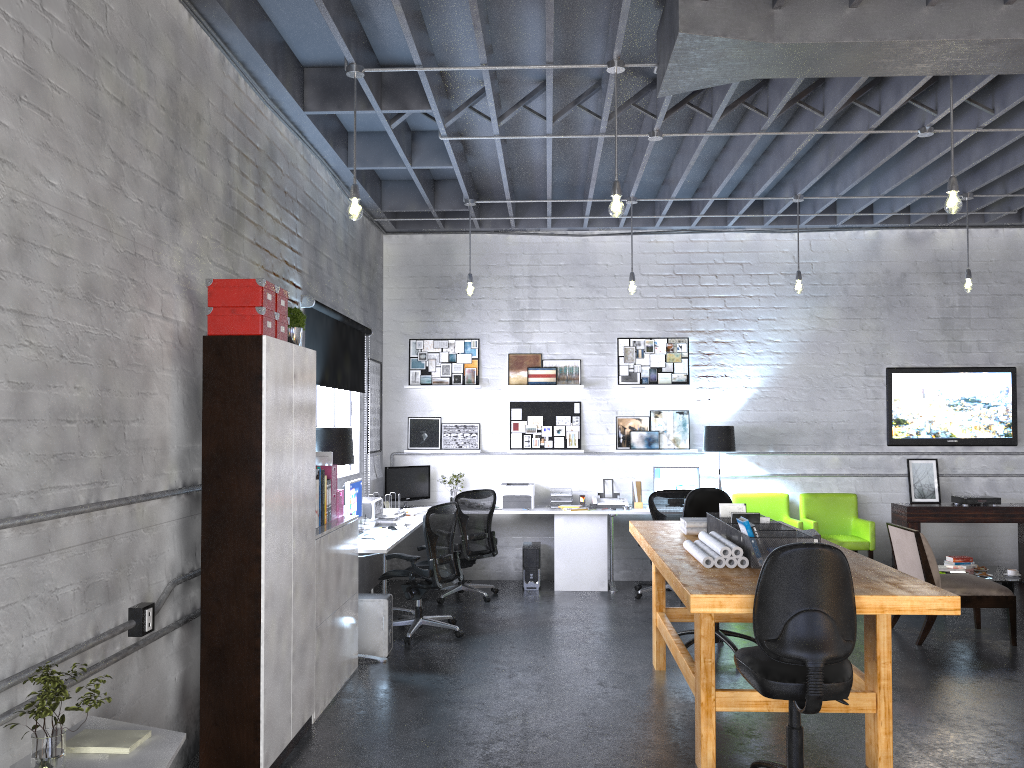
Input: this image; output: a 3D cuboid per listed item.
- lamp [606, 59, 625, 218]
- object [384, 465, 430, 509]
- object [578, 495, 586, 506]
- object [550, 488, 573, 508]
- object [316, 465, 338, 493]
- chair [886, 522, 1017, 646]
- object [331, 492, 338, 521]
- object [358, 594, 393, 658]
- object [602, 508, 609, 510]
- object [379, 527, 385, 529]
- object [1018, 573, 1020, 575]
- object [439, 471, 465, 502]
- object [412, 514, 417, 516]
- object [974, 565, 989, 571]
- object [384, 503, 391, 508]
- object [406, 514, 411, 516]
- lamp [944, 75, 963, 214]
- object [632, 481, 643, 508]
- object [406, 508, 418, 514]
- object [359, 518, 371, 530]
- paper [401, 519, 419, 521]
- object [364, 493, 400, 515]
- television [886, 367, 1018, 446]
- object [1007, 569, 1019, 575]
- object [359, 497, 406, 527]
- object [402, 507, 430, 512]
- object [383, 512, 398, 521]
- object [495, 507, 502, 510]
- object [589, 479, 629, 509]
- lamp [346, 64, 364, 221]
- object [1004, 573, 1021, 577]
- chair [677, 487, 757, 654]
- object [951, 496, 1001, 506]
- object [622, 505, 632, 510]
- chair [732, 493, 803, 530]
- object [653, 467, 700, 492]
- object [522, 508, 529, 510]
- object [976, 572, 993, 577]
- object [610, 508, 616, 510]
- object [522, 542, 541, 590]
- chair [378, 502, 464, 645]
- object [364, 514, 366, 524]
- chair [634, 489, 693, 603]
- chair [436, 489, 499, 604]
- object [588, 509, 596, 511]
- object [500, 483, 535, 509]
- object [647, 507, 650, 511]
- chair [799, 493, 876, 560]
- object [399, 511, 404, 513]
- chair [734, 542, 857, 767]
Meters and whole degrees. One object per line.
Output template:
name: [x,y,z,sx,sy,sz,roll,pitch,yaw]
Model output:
lamp: [0.586,-1.373,4.992,0.104,0.878,0.104,0,-2,2]
object: [-1.075,1.051,9.047,0.147,0.427,0.560,-1,-3,39]
object: [0.727,1.204,9.150,0.093,0.116,0.067,0,-2,2]
object: [0.507,1.174,9.117,0.229,0.180,0.316,0,-2,2]
object: [-1.260,0.618,5.776,0.214,0.177,0.161,0,-2,2]
chair: [3.367,1.523,6.839,0.725,0.842,0.575,0,-2,2]
object: [-1.260,0.794,5.771,0.214,0.177,0.161,0,-2,2]
object: [-1.105,1.724,6.341,0.478,0.411,0.200,0,-2,2]
object: [0.928,1.245,8.850,0.011,0.011,0.125,-2,-3,41]
object: [-1.047,1.176,7.239,0.076,0.016,0.017,0,-2,-8]
object: [4.436,1.669,7.763,0.022,0.009,0.108,-2,-3,42]
object: [-0.614,1.089,9.204,0.297,0.362,0.271,2,-3,-43]
object: [-0.919,1.218,8.248,0.058,0.020,0.071,2,-3,-34]
object: [4.285,1.681,8.128,0.151,0.040,0.151,-1,-3,20]
object: [-1.248,1.175,8.624,0.155,0.141,0.088,-1,-2,17]
object: [-0.964,1.222,8.255,0.057,0.013,0.013,0,-2,-6]
lamp: [2.439,-1.379,4.916,0.104,0.878,0.104,0,-2,2]
object: [1.284,1.132,9.075,0.087,0.259,0.237,0,-2,2]
object: [-0.957,1.212,8.444,0.130,0.049,0.130,-1,-3,19]
object: [-1.209,1.137,7.205,0.082,0.090,0.090,-1,-2,27]
paper: [-0.906,1.212,7.908,0.159,0.001,0.115,0,-3,-9]
object: [-1.213,1.128,8.289,0.324,0.208,0.233,0,-2,2]
television: [4.526,0.233,9.131,1.324,0.816,0.021,0,-2,2]
object: [4.390,1.653,7.777,0.081,0.052,0.077,2,-3,-39]
object: [-1.151,1.081,7.521,0.485,0.230,0.420,0,-2,2]
object: [-0.873,1.238,8.774,0.422,0.028,0.181,2,-3,-38]
object: [-1.233,1.183,7.948,0.392,0.064,0.259,0,-2,2]
object: [-0.163,1.245,8.878,0.103,0.021,0.131,1,-3,-18]
object: [0.981,1.123,9.094,0.405,0.280,0.399,0,-2,2]
lamp: [-0.895,-1.368,5.053,0.104,0.878,0.104,0,-2,2]
object: [4.389,1.676,7.775,0.131,0.016,0.131,0,-3,9]
chair: [1.477,1.344,6.362,0.659,1.164,0.687,0,-2,1]
object: [4.667,1.174,8.925,0.370,0.082,0.266,0,-2,2]
object: [1.142,1.225,8.808,0.095,0.050,0.095,1,-3,-29]
chair: [2.565,1.579,8.952,0.611,0.920,0.516,0,-2,2]
object: [1.678,1.052,9.061,0.465,0.417,0.212,0,-2,7]
object: [0.140,1.244,8.828,0.075,0.016,0.017,-1,-2,27]
object: [4.143,1.669,7.781,0.137,0.031,0.137,-1,-3,28]
object: [1.000,1.242,8.799,0.017,0.016,0.076,2,-3,-38]
object: [0.202,1.840,9.001,0.180,0.411,0.476,0,-2,2]
chair: [-0.734,1.440,6.947,0.753,1.031,0.732,0,-2,6]
object: [-1.192,1.119,7.187,0.013,0.124,0.006,1,-2,-23]
chair: [1.472,1.504,8.468,0.732,1.031,0.753,1,-2,-29]
chair: [-0.500,1.504,8.396,0.753,1.031,0.732,-1,-2,26]
object: [0.795,1.246,8.787,0.008,0.007,0.141,-2,-3,37]
object: [0.059,1.149,9.142,0.351,0.235,0.351,0,-2,2]
object: [1.555,1.234,8.773,0.422,0.028,0.181,0,-3,-3]
chair: [3.260,1.577,8.923,0.611,0.920,0.516,0,-2,2]
object: [-1.077,1.237,8.580,0.048,0.012,0.111,1,-3,-18]
chair: [1.182,1.231,3.808,0.659,1.164,0.687,0,-2,1]
